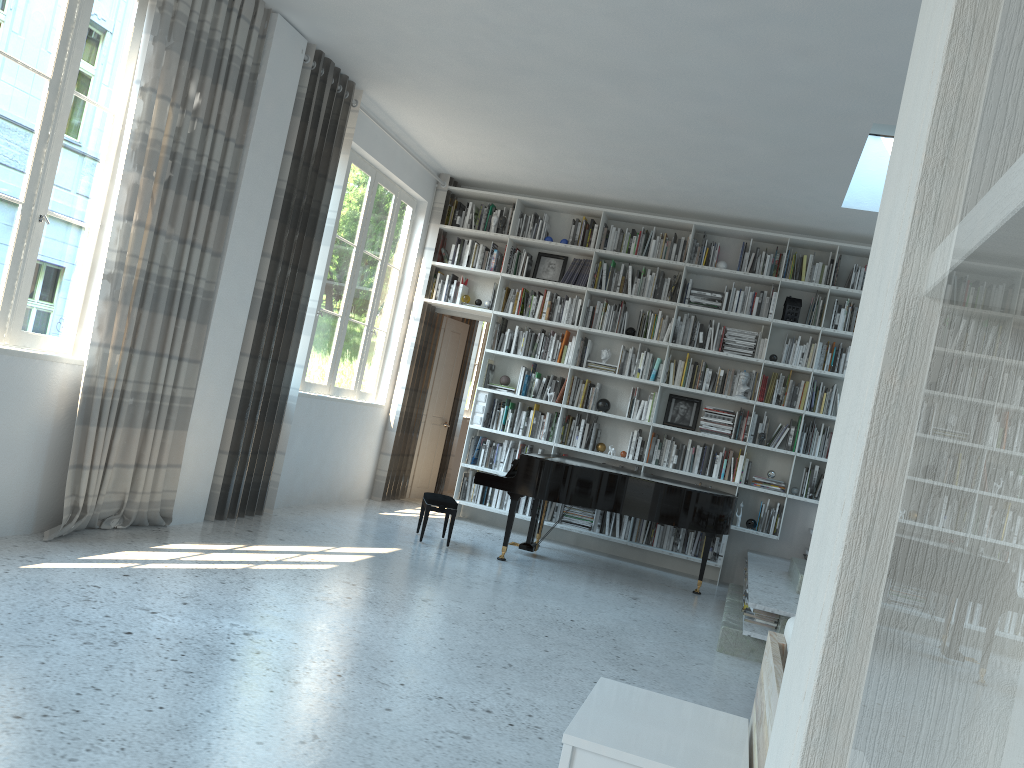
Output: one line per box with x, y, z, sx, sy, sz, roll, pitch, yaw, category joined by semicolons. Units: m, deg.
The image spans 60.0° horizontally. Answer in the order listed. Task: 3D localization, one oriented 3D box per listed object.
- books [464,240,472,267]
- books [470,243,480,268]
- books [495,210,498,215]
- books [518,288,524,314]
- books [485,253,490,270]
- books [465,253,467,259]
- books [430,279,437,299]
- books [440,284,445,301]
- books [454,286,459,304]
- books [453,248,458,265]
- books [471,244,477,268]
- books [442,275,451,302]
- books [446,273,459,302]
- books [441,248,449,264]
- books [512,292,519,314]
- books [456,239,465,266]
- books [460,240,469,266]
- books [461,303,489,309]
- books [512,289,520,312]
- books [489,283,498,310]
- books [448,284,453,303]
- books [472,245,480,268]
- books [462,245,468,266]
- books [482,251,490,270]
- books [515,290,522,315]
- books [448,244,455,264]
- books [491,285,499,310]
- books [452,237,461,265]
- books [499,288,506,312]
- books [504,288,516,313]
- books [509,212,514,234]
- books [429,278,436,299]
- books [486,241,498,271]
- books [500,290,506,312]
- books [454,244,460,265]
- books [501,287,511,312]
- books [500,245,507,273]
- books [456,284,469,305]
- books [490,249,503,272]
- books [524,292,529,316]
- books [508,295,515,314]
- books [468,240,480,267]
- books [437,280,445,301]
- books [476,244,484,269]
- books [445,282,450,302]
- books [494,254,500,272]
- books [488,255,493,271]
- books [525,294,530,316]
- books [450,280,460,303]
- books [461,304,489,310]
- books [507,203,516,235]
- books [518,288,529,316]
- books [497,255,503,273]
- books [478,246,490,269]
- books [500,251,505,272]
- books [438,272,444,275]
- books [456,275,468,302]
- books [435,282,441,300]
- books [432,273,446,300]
-0.410;-1.257;8.704;0.021;0.286;0.179;12;-1;15;books
-0.357;-1.237;8.701;0.013;0.268;0.162;12;-1;15;books
-0.151;-1.557;8.668;0.025;0.243;0.168;12;-1;15;books
0.100;-0.776;8.554;0.020;0.281;0.164;12;-1;15;books
-0.218;-1.172;8.685;0.029;0.197;0.144;12;-1;15;books
-0.428;-1.221;8.723;0.010;0.208;0.165;12;-1;15;books
-0.758;-0.921;8.785;0.013;0.222;0.163;12;-1;15;books
-0.665;-0.882;8.784;0.029;0.185;0.135;12;-1;15;books
-0.519;-0.856;8.741;0.029;0.191;0.134;12;-1;15;books
-0.533;-1.233;8.771;0.024;0.192;0.138;12;-1;15;books
-0.348;-1.225;8.697;0.012;0.249;0.192;12;-1;15;books
-0.635;-0.926;8.762;0.022;0.281;0.156;12;-1;15;books
-0.590;-0.925;8.727;0.013;0.297;0.187;12;-1;15;books
-0.648;-1.249;8.799;0.121;0.176;0.129;12;-1;15;books
0.058;-0.758;8.561;0.030;0.230;0.172;12;-1;15;books
-0.488;-1.271;8.730;0.023;0.282;0.186;12;-1;15;books
-0.458;-1.267;8.746;0.028;0.288;0.133;12;-1;15;books
-0.340;-0.753;8.675;0.285;0.012;0.159;11;-2;17;books
0.043;-0.778;8.571;0.010;0.262;0.151;12;-1;15;books
-0.172;-0.833;8.628;0.012;0.285;0.159;12;-1;15;books
-0.580;-0.870;8.735;0.024;0.193;0.181;12;-1;15;books
-0.333;-1.219;8.693;0.021;0.244;0.174;12;-1;15;books
-0.439;-1.238;8.738;0.024;0.239;0.156;12;-1;15;books
-0.246;-1.185;8.684;0.028;0.212;0.138;12;-1;15;books
0.081;-0.765;8.554;0.014;0.252;0.187;12;-1;15;books
-0.573;-1.254;8.768;0.034;0.218;0.166;12;-1;15;books
-0.141;-0.818;8.641;0.044;0.269;0.134;12;-1;15;books
-0.542;-1.289;8.765;0.011;0.296;0.162;12;-1;15;books
-0.081;-0.799;8.614;0.012;0.254;0.161;12;-1;15;books
-0.014;-0.787;8.595;0.062;0.258;0.153;12;-1;15;books
0.032;-1.525;8.591;0.024;0.252;0.235;12;-1;15;books
-0.770;-0.926;8.788;0.013;0.228;0.179;12;-1;15;books
-0.194;-1.222;8.656;0.012;0.303;0.189;12;-1;15;books
-0.070;-0.786;8.602;0.022;0.232;0.151;12;-1;15;books
-0.514;-1.248;8.741;0.022;0.228;0.172;12;-1;15;books
-0.053;-0.798;8.589;0.012;0.263;0.180;12;-1;15;books
-0.059;-1.189;8.628;0.014;0.294;0.173;12;-1;15;books
-0.486;-0.860;8.698;0.029;0.211;0.187;12;-1;15;books
-0.155;-1.176;8.636;0.029;0.229;0.191;12;-1;15;books
0.140;-0.751;8.548;0.047;0.249;0.134;12;-1;15;books
0.015;-0.750;8.560;0.026;0.195;0.175;12;-1;15;books
-0.377;-1.253;8.716;0.037;0.291;0.155;12;-1;15;books
-0.687;-0.905;8.765;0.010;0.220;0.181;12;-1;15;books
-0.299;-1.221;8.682;0.025;0.261;0.167;12;-1;15;books
-0.616;-0.887;8.772;0.023;0.214;0.140;12;-1;15;books
-0.123;-1.152;8.656;0.029;0.195;0.146;12;-1;15;books
-0.183;-1.157;8.665;0.031;0.182;0.151;12;-1;15;books
0.168;-0.736;8.545;0.012;0.230;0.149;12;-1;15;books
-0.549;-0.886;8.709;0.021;0.237;0.189;12;-1;15;books
-0.344;-0.741;8.672;0.285;0.012;0.159;12;-2;12;books
0.006;-1.573;8.633;0.014;0.337;0.168;12;-1;15;books
0.112;-0.772;8.539;0.011;0.277;0.164;12;-1;15;books
-0.102;-1.144;8.635;0.026;0.188;0.154;12;-1;15;books
-0.274;-1.211;8.674;0.030;0.251;0.166;12;-1;15;books
-0.075;-1.162;8.643;0.014;0.235;0.144;12;-1;15;books
-0.732;-0.956;8.804;0.013;0.303;0.135;12;-1;15;books
-0.493;-0.906;8.718;0.013;0.298;0.179;12;-1;15;books
-0.705;-0.897;8.778;0.029;0.197;0.160;12;-1;15;books
-0.723;-0.944;8.778;0.023;0.281;0.170;12;-1;15;books
